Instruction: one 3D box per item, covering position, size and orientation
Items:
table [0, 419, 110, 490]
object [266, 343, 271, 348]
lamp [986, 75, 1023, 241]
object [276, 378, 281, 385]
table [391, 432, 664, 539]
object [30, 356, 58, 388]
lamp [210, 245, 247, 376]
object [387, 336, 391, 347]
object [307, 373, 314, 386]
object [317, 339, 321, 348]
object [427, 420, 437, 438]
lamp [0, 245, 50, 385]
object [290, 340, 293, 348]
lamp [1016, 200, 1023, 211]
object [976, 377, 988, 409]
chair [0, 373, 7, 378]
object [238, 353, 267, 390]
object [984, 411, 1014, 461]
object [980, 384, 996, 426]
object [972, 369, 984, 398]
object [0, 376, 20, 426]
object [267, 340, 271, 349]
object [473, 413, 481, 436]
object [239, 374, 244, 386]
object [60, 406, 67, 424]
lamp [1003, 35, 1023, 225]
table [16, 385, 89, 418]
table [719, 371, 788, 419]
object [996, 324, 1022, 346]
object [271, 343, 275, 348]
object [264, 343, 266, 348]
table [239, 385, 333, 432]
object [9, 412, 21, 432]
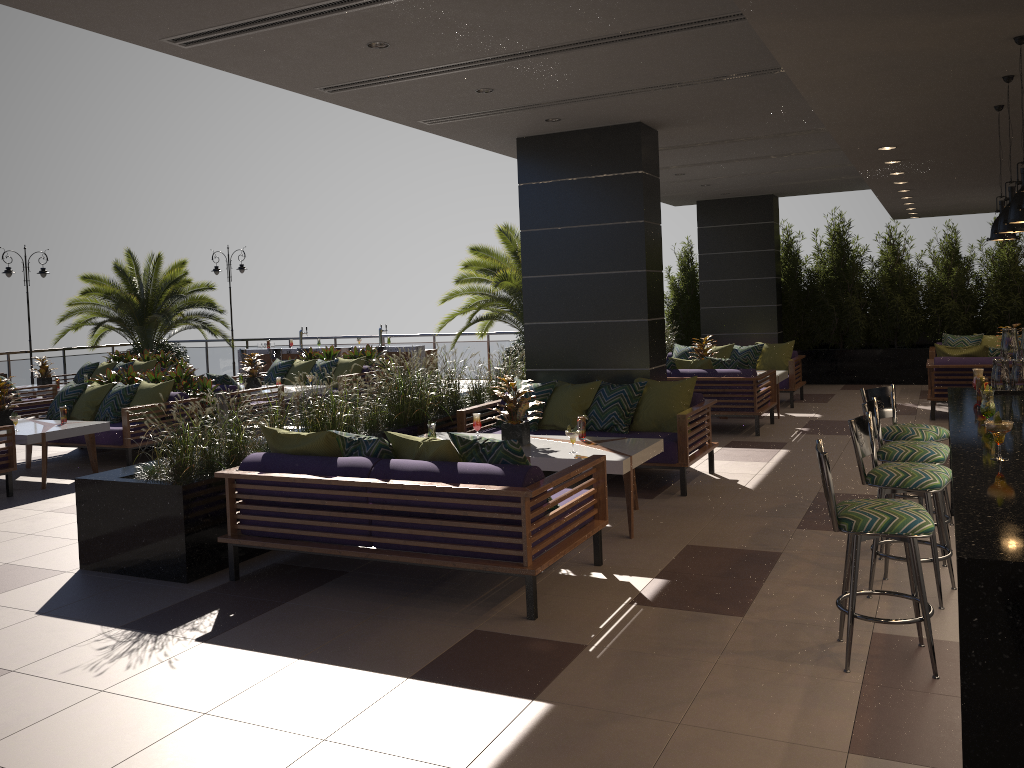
[{"bbox_3d":[-5.363,0.720,9.391,2.036,0.552,0.944,0,5,26],"label":"table"},{"bbox_3d":[-5.204,-0.771,18.915,0.105,0.208,0.105,-2,2,1],"label":"object"},{"bbox_3d":[2.957,-1.313,5.299,0.192,0.862,1.084,-2,4,26],"label":"lamp"},{"bbox_3d":[-3.236,0.005,12.274,0.069,0.181,0.069,-2,2,14],"label":"object"},{"bbox_3d":[0.036,0.736,6.730,2.036,0.552,0.944,0,5,26],"label":"table"},{"bbox_3d":[-7.801,-0.199,14.726,0.426,0.525,0.430,-5,4,-37],"label":"object"},{"bbox_3d":[-6.742,-1.681,21.268,1.121,3.321,0.264,-1,2,26],"label":"lamp"},{"bbox_3d":[-2.382,-0.824,17.146,0.069,0.197,0.082,-3,2,-27],"label":"object"},{"bbox_3d":[-2.931,-0.069,12.862,0.106,0.197,0.106,-4,3,-31],"label":"object"},{"bbox_3d":[-3.902,-0.835,17.890,0.069,0.211,0.069,-2,2,9],"label":"object"},{"bbox_3d":[-0.608,0.380,6.723,0.069,0.211,0.069,-2,2,9],"label":"object"},{"bbox_3d":[-10.366,-1.327,19.003,0.264,3.321,1.125,-2,2,26],"label":"lamp"},{"bbox_3d":[-4.533,-0.822,18.198,0.069,0.181,0.069,-2,2,-2],"label":"object"},{"bbox_3d":[2.014,-1.099,3.358,0.163,0.863,0.163,-3,2,-21],"label":"lamp"},{"bbox_3d":[2.718,0.050,5.122,0.085,0.189,0.067,-4,3,-39],"label":"object"},{"bbox_3d":[-10.550,0.071,17.523,0.714,0.814,0.716,-1,4,26],"label":"chair"},{"bbox_3d":[-3.737,-0.190,12.759,0.425,0.525,0.431,0,4,38],"label":"object"},{"bbox_3d":[1.993,0.211,3.620,0.106,0.197,0.106,-4,3,-36],"label":"object"},{"bbox_3d":[2.424,0.106,4.509,0.069,0.211,0.069,-2,2,9],"label":"object"},{"bbox_3d":[2.986,-0.006,5.665,0.069,0.181,0.069,-2,2,-2],"label":"object"},{"bbox_3d":[-5.396,0.185,9.353,0.430,0.525,0.426,0,4,43],"label":"object"},{"bbox_3d":[-5.077,-0.827,18.458,0.067,0.189,0.084,-4,3,-39],"label":"object"},{"bbox_3d":[-0.286,0.333,7.261,0.069,0.181,0.069,-2,2,9],"label":"object"},{"bbox_3d":[-4.110,-0.073,13.449,0.082,0.197,0.069,-3,2,-22],"label":"object"},{"bbox_3d":[-4.738,0.325,9.351,0.067,0.189,0.084,-4,3,-34],"label":"object"},{"bbox_3d":[2.389,-1.184,4.129,0.163,0.863,0.163,-3,2,-21],"label":"lamp"},{"bbox_3d":[-7.718,0.334,14.766,2.036,0.552,0.944,0,5,26],"label":"table"},{"bbox_3d":[2.672,0.138,12.157,2.036,0.552,0.944,0,5,26],"label":"table"},{"bbox_3d":[6.714,-0.543,11.862,0.430,0.525,0.426,0,4,43],"label":"object"},{"bbox_3d":[-5.146,-0.782,19.007,0.105,0.208,0.105,-2,2,1],"label":"object"},{"bbox_3d":[-5.275,-0.777,19.016,0.105,0.208,0.105,-2,2,1],"label":"object"},{"bbox_3d":[-3.702,0.344,12.810,2.036,0.552,0.944,0,5,26],"label":"table"},{"bbox_3d":[-4.969,0.376,8.859,0.106,0.197,0.106,-4,3,-31],"label":"object"}]
